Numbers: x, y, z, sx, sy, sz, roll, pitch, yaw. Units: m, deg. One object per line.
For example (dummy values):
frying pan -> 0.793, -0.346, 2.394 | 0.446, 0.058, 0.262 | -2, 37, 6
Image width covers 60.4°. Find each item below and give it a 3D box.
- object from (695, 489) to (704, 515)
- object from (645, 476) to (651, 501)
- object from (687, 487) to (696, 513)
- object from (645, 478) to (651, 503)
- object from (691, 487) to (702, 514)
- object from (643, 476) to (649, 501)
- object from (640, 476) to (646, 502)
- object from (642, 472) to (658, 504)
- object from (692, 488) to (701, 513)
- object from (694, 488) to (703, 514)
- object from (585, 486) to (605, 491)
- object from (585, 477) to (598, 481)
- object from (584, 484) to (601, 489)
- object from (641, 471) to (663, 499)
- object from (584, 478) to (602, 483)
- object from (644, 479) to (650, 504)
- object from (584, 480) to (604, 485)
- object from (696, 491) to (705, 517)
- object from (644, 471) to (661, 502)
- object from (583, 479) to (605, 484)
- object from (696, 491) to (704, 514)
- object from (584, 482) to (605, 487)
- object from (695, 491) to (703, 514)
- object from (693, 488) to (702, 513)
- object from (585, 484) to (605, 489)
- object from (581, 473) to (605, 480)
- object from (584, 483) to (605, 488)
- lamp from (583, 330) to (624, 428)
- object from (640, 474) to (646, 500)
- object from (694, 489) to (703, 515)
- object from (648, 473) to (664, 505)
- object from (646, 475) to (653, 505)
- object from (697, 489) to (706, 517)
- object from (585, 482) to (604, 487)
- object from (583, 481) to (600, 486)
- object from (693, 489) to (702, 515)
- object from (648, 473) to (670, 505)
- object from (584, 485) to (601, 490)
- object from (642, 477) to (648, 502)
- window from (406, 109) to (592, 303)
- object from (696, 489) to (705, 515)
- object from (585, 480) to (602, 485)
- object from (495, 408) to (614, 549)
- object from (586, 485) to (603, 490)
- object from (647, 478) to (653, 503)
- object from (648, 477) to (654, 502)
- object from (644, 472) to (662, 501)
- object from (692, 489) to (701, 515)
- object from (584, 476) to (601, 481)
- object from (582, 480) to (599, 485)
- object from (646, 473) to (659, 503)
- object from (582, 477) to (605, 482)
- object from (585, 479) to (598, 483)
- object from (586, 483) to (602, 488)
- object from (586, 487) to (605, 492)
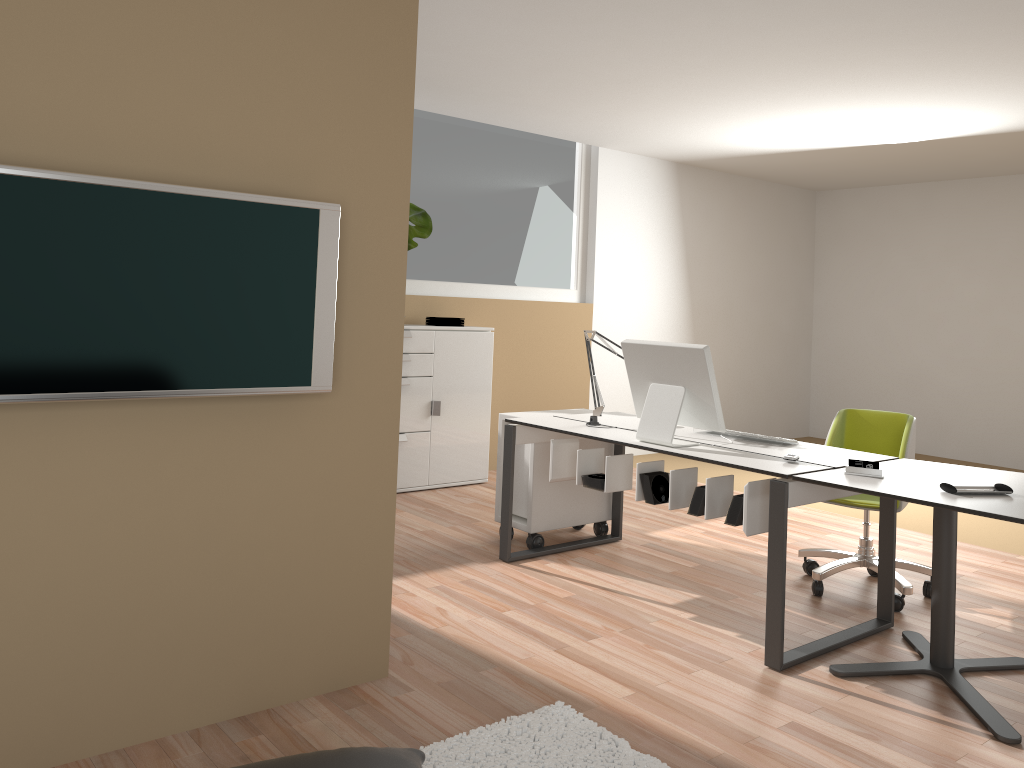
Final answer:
object -> 0.778, 0.458, 3.456 | 0.133, 0.114, 0.040 | 1, 0, -39
object -> 0.612, 0.433, 3.660 | 0.133, 0.114, 0.040 | 1, 0, -39
object -> 0.753, 0.454, 3.486 | 0.133, 0.114, 0.040 | 1, 0, -39
object -> 0.610, 0.433, 3.662 | 0.133, 0.114, 0.040 | 1, 0, -39
object -> 0.766, 0.456, 3.470 | 0.133, 0.114, 0.039 | 1, 0, -39
object -> 0.604, 0.432, 3.669 | 0.133, 0.114, 0.040 | 1, 0, -39
object -> 0.593, 0.430, 3.683 | 0.133, 0.114, 0.040 | 1, 0, -39
object -> 0.602, 0.431, 3.672 | 0.133, 0.114, 0.039 | 1, 0, -39
object -> 0.768, 0.456, 3.468 | 0.133, 0.114, 0.040 | 1, 0, -39
object -> 0.774, 0.457, 3.461 | 0.133, 0.114, 0.040 | 1, 0, -39
object -> 0.406, 0.458, 3.908 | 0.133, 0.002, 0.120 | -2, 6, -39
object -> 0.399, 0.417, 3.919 | 0.133, 0.002, 0.120 | -2, 6, -39
object -> 0.404, 0.449, 3.910 | 0.133, 0.002, 0.120 | -2, 6, -39
object -> 0.599, 0.431, 3.676 | 0.133, 0.114, 0.040 | 1, 0, -39
object -> 0.400, 0.422, 3.918 | 0.133, 0.002, 0.120 | -2, 6, -39
object -> 0.606, 0.432, 3.667 | 0.133, 0.114, 0.040 | 1, 0, -39
object -> 0.401, 0.431, 3.916 | 0.133, 0.002, 0.120 | -2, 6, -39
object -> 0.782, 0.458, 3.450 | 0.133, 0.114, 0.040 | 1, 0, -39
object -> 0.596, 0.430, 3.679 | 0.133, 0.114, 0.039 | 1, 0, -39
object -> 0.401, 0.428, 3.916 | 0.133, 0.002, 0.120 | -2, 6, -39
object -> 0.779, 0.458, 3.454 | 0.133, 0.114, 0.040 | 1, 0, -39
object -> 0.403, 0.440, 3.913 | 0.133, 0.002, 0.120 | -2, 6, -39
object -> 0.777, 0.458, 3.457 | 0.133, 0.114, 0.040 | 1, 0, -39
object -> 0.771, 0.457, 3.465 | 0.133, 0.114, 0.040 | 1, 0, -39
object -> 0.404, 0.449, 3.910 | 0.133, 0.002, 0.120 | -2, 6, -39
object -> 0.398, 0.413, 3.921 | 0.133, 0.002, 0.120 | -2, 6, -39
object -> 0.403, 0.444, 3.912 | 0.133, 0.002, 0.120 | -2, 6, -39
lamp -> 0.588, 0.021, 4.181 | 0.540, 0.531, 0.139 | 3, -1, 16
object -> 0.594, 0.430, 3.681 | 0.133, 0.114, 0.040 | 1, 0, -39
object -> 0.775, 0.457, 3.459 | 0.133, 0.114, 0.040 | 1, 0, -39
object -> 0.619, 0.434, 3.651 | 0.133, 0.114, 0.039 | 1, 0, -39
object -> 0.616, 0.434, 3.654 | 0.133, 0.114, 0.040 | 1, 0, -39
object -> 0.784, 0.459, 3.449 | 0.133, 0.114, 0.040 | 1, 0, -39
object -> 0.403, 0.440, 3.913 | 0.133, 0.002, 0.120 | -2, 6, -39
object -> 0.402, 0.437, 3.914 | 0.133, 0.002, 0.120 | -2, 6, -39
object -> 0.772, 0.457, 3.463 | 0.133, 0.114, 0.040 | 1, 0, -39
object -> 0.622, 0.434, 3.647 | 0.133, 0.114, 0.039 | 1, 0, -39
object -> 0.405, 0.453, 3.909 | 0.133, 0.002, 0.120 | -2, 6, -39
object -> 0.600, 0.431, 3.674 | 0.133, 0.114, 0.040 | 1, 0, -39
window -> -0.755, -1.535, 6.352 | 3.628, 1.802, 0.045 | -1, 0, -39
object -> 0.781, 0.458, 3.452 | 0.133, 0.114, 0.040 | 1, 0, -39
object -> 0.401, 0.431, 3.915 | 0.133, 0.002, 0.120 | -2, 6, -39
object -> 0.253, 0.502, 4.788 | 0.620, 0.678, 0.309 | 1, 0, -39
object -> 0.405, 0.451, 3.910 | 0.133, 0.002, 0.120 | -2, 6, -39
object -> 0.617, 0.434, 3.653 | 0.133, 0.114, 0.040 | 1, 0, -39
object -> 0.622, 0.435, 3.647 | 0.133, 0.114, 0.040 | 1, 0, -39
object -> 0.607, 0.432, 3.665 | 0.133, 0.114, 0.039 | 1, 0, -39
object -> 0.769, 0.456, 3.466 | 0.133, 0.114, 0.040 | 1, 0, -39
object -> 0.398, 0.413, 3.921 | 0.133, 0.002, 0.120 | -2, 6, -39
object -> 0.402, 0.433, 3.915 | 0.133, 0.002, 0.120 | -2, 6, -39
object -> 0.613, 0.433, 3.658 | 0.133, 0.114, 0.039 | 1, 0, -39
object -> 0.399, 0.419, 3.919 | 0.133, 0.002, 0.120 | -2, 6, -39
object -> 0.400, 0.426, 3.917 | 0.133, 0.002, 0.120 | -2, 6, -39
object -> 0.403, 0.442, 3.912 | 0.133, 0.002, 0.120 | -2, 6, -39
object -> 0.406, 0.460, 3.907 | 0.133, 0.002, 0.120 | -2, 6, -39
